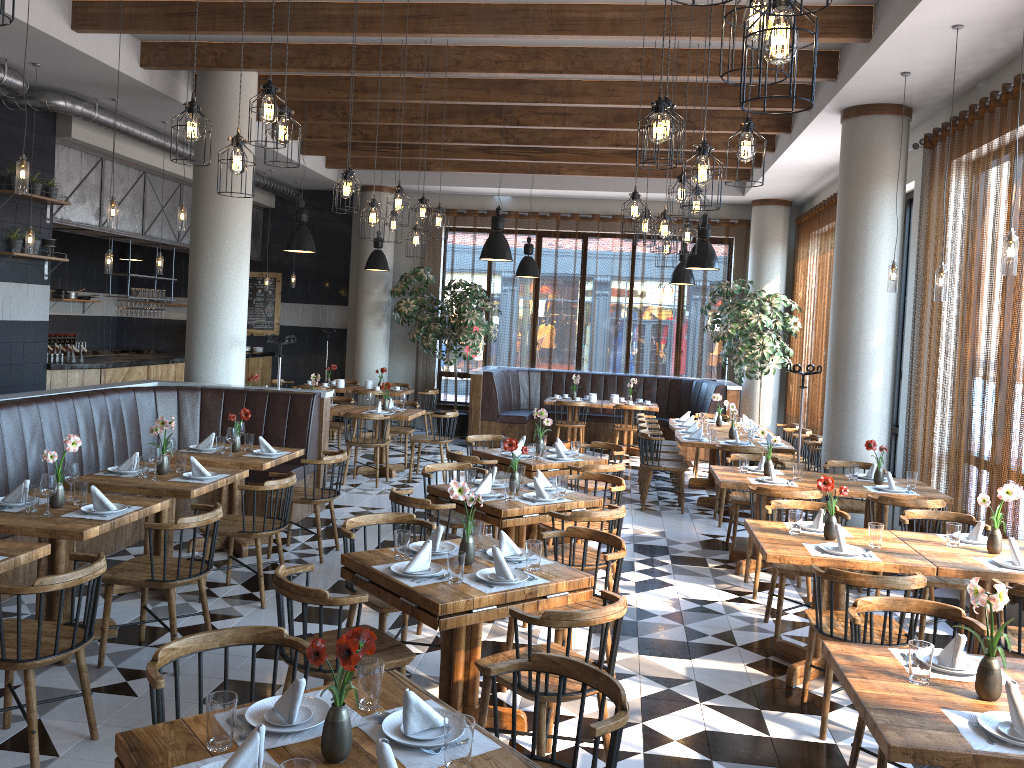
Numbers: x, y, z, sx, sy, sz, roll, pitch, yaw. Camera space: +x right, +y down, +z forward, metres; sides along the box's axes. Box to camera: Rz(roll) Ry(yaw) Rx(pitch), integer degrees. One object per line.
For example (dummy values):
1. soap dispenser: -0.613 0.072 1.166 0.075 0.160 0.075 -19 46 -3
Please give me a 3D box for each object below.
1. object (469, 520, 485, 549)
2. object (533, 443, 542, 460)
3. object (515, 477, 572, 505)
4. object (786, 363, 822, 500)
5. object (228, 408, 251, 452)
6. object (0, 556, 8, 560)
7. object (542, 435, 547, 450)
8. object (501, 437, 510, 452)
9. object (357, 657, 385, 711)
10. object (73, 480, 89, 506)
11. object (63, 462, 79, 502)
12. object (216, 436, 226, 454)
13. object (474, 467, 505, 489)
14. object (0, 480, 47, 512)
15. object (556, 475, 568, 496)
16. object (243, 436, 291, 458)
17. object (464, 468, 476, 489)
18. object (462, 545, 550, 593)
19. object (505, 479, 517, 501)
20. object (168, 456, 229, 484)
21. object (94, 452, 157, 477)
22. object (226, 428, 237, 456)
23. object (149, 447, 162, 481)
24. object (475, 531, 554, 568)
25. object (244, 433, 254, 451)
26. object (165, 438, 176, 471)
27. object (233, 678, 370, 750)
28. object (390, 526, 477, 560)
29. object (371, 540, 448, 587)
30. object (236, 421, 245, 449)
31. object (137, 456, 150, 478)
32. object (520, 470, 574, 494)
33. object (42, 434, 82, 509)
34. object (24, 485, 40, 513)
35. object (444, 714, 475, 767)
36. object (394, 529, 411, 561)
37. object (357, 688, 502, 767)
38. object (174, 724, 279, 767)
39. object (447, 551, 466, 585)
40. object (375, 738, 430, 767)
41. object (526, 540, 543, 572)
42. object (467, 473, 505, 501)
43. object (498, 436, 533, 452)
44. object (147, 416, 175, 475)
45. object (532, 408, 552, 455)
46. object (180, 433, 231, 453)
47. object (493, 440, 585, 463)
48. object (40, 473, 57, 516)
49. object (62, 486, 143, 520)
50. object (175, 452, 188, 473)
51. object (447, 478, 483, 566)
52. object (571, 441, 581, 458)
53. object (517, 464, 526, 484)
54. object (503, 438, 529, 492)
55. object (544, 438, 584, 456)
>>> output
1. object: -0.177 0.755 4.432 0.080 0.132 0.080 4 2 22
2. object: 0.212 0.570 7.441 0.080 0.132 0.080 2 2 -28
3. object: 0.183 0.681 5.761 0.352 0.137 0.273 0 4 -38
4. object: 2.698 0.640 8.332 0.374 1.656 0.375 3 2 -10
5. object: -2.150 0.365 7.011 0.171 0.355 0.156 3 2 10
6. object: -2.346 0.689 3.705 0.272 0.137 0.352 3 4 7
7. object: 0.277 0.532 8.054 0.080 0.132 0.080 2 2 -18
8. object: -0.062 0.533 7.773 0.080 0.132 0.080 2 2 -28
9. object: -0.411 0.870 2.564 0.080 0.132 0.080 4 2 22
10. object: -2.397 0.606 4.926 0.080 0.132 0.080 3 2 -8
11. object: -2.499 0.552 5.020 0.081 0.215 0.081 4 2 38
12. object: -2.273 0.476 6.920 0.080 0.132 0.080 3 2 7
13. object: -0.153 0.635 6.180 0.352 0.137 0.273 0 4 -38
14. object: -2.729 0.590 4.868 0.272 0.137 0.352 3 4 7
15. object: 0.331 0.679 5.932 0.080 0.132 0.080 3 2 12
16. object: -1.932 0.485 7.009 0.272 0.137 0.352 3 4 7
17. object: -0.285 0.643 5.996 0.080 0.132 0.080 3 2 12
18. object: -0.046 0.795 3.912 0.352 0.137 0.273 0 4 -38
19. object: -0.011 0.680 5.664 0.080 0.132 0.080 3 2 12
20. object: -2.071 0.554 5.894 0.272 0.137 0.352 3 4 7
21. object: -2.591 0.522 5.968 0.272 0.137 0.352 3 4 7
22. object: -2.162 0.446 6.830 0.081 0.215 0.081 3 2 15
23. object: -2.301 0.515 5.715 0.081 0.215 0.081 2 2 -30
24. object: -0.005 0.771 4.288 0.272 0.137 0.352 0 4 -38
25. object: -2.120 0.469 7.137 0.080 0.132 0.080 3 2 -8
26. object: -2.362 0.485 6.113 0.081 0.215 0.081 2 2 -30
27. object: -0.612 0.864 2.462 0.352 0.137 0.273 0 4 -38
28. object: -0.381 0.749 4.331 0.352 0.137 0.273 0 4 -38
29. object: -0.422 0.772 3.955 0.272 0.137 0.352 0 4 -38
30. object: -2.221 0.416 7.231 0.081 0.215 0.081 2 2 -24
31. object: -2.414 0.545 5.801 0.080 0.132 0.080 3 2 7
32. object: 0.223 0.657 6.137 0.272 0.137 0.352 0 4 -38
33. object: -2.445 0.477 4.813 0.146 0.399 0.207 3 2 15
34. object: -2.551 0.612 4.708 0.080 0.132 0.080 3 2 7
35. object: -0.135 0.908 2.220 0.080 0.132 0.080 2 2 -18
36. object: -0.516 0.757 4.152 0.080 0.132 0.080 4 2 22
37. object: -0.236 0.887 2.419 0.272 0.137 0.352 0 4 -38
38. object: -0.653 0.888 2.086 0.272 0.137 0.352 0 4 -38
39. object: -0.242 0.794 3.820 0.080 0.132 0.080 4 2 22
40. object: -0.277 0.910 2.043 0.352 0.137 0.273 0 4 -38
41. object: 0.099 0.793 4.088 0.080 0.132 0.080 4 2 22
42. object: -0.193 0.658 5.804 0.272 0.137 0.352 0 4 -38
43. object: 0.074 0.525 7.959 0.352 0.137 0.273 0 4 -38
44. object: -2.335 0.408 5.906 0.206 0.399 0.146 3 2 9
45. object: 0.262 0.416 7.774 0.207 0.399 0.146 4 2 27
46. object: -2.451 0.453 7.082 0.272 0.137 0.352 3 4 7
47. object: 0.225 0.558 7.591 0.582 0.137 0.578 0 5 -38
48. object: -2.435 0.581 4.651 0.081 0.215 0.081 3 2 -1
49. object: -2.209 0.622 4.795 0.272 0.137 0.352 3 4 7
50. object: -2.257 0.537 6.045 0.080 0.132 0.080 3 2 12
51. object: -0.225 0.639 4.131 0.146 0.399 0.207 4 2 19
52. object: 0.554 0.570 7.710 0.080 0.132 0.080 2 2 -18
53. object: 0.054 0.642 6.276 0.080 0.132 0.080 4 2 22
54. object: 0.012 0.546 6.004 0.156 0.355 0.171 2 2 -28
55. object: 0.450 0.548 7.916 0.272 0.137 0.352 0 4 -38
